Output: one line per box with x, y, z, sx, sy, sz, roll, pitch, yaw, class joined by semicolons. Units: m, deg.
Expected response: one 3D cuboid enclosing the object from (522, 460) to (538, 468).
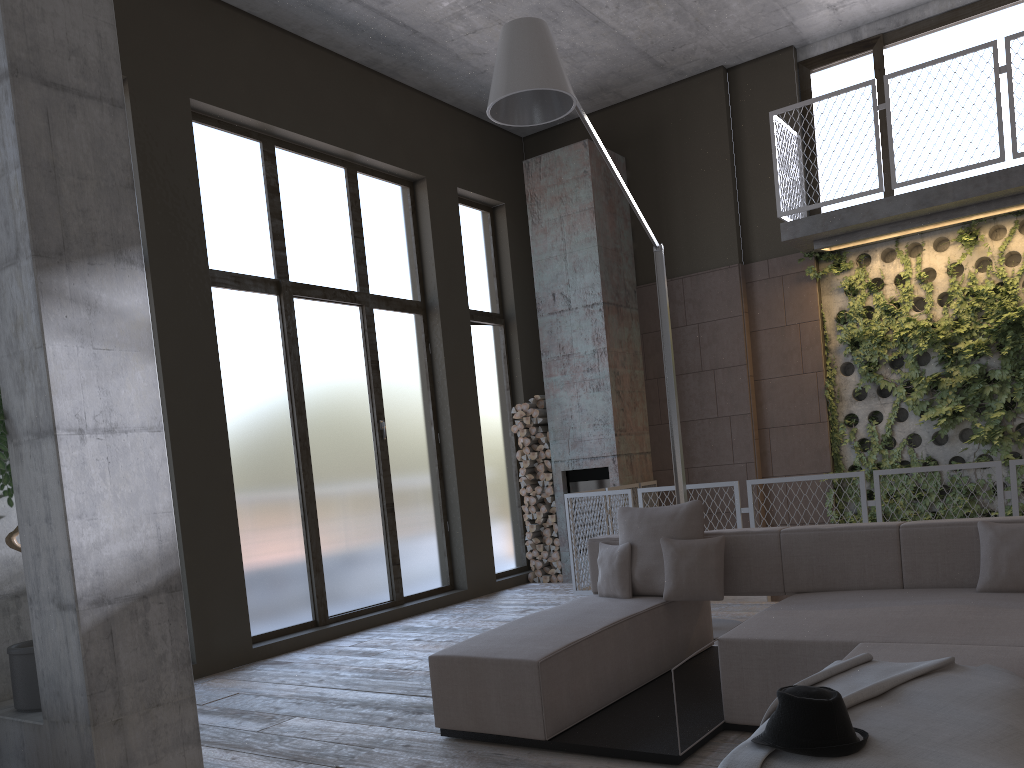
0.290;0.883;9.822;0.094;0.084;0.477;-7;-5;34;object

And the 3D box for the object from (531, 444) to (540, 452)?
0.357;0.714;9.849;0.102;0.086;0.361;-7;-5;34;object

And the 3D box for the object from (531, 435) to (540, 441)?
0.329;0.592;9.800;0.065;0.074;0.357;-6;-5;33;object

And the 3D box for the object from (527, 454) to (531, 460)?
0.314;0.814;9.850;0.067;0.067;0.420;-6;-5;34;object

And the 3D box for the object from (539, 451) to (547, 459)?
0.453;0.782;9.772;0.091;0.089;0.453;-7;-5;34;object

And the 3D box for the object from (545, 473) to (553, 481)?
0.532;1.016;9.723;0.094;0.084;0.477;-7;-5;34;object

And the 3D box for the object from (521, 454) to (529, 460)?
0.248;0.824;9.897;0.068;0.067;0.420;-7;-5;34;object

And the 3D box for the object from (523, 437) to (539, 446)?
0.246;0.636;9.794;0.099;0.107;0.292;-6;-4;35;object

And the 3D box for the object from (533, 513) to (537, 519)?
0.379;1.471;9.885;0.067;0.067;0.420;-6;-5;34;object

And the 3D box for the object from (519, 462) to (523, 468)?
0.231;0.904;9.867;0.067;0.067;0.420;-6;-5;34;object

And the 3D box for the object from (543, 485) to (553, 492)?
0.485;1.155;9.788;0.067;0.071;0.421;-6;-5;34;object

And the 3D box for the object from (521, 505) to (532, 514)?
0.246;1.414;9.924;0.089;0.108;0.363;-6;-4;34;object

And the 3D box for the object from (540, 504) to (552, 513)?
0.475;1.376;9.783;0.091;0.089;0.453;-7;-5;35;object

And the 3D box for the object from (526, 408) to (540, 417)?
0.298;0.315;9.723;0.104;0.084;0.361;-7;-5;34;object

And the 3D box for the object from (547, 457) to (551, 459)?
0.500;0.768;9.689;0.101;0.103;0.291;-7;-4;36;object

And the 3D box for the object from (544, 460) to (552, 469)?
0.489;0.885;9.696;0.089;0.108;0.363;-6;-4;34;object

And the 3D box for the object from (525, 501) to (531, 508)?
0.229;1.341;9.841;0.045;0.073;0.250;-5;-4;34;object

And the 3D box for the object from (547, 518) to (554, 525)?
0.542;1.511;9.798;0.091;0.089;0.453;-7;-5;34;object

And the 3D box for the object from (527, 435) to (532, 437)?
0.261;0.560;9.812;0.089;0.057;0.330;-8;-6;34;object

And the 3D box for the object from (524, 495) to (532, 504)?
0.258;1.297;9.918;0.101;0.103;0.291;-7;-4;36;object

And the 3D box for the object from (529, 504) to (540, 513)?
0.344;1.397;9.907;0.093;0.093;0.435;-6;-5;34;object

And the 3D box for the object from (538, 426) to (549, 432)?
0.421;0.499;9.754;0.067;0.071;0.421;-6;-5;34;object

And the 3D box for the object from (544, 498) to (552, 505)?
0.482;1.306;9.874;0.104;0.102;0.290;-7;-4;34;object

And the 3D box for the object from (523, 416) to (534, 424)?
0.296;0.407;9.777;0.094;0.083;0.477;-7;-5;34;object

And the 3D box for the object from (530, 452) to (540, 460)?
0.374;0.794;9.805;0.094;0.084;0.477;-7;-5;34;object

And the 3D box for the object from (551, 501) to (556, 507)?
0.563;1.307;9.734;0.067;0.085;0.423;-6;-5;32;object

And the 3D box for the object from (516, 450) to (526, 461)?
0.172;0.804;9.903;0.064;0.125;0.362;-5;-3;33;object

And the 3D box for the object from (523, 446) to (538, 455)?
0.280;0.740;9.873;0.093;0.093;0.435;-6;-5;34;object

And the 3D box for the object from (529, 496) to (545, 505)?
0.311;1.293;9.828;0.099;0.107;0.292;-6;-4;35;object

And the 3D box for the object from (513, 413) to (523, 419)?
0.163;0.362;9.879;0.123;0.068;0.361;-8;-6;35;object

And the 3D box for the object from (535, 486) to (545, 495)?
0.412;1.174;9.805;0.091;0.089;0.453;-7;-5;33;object

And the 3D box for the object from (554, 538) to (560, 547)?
0.617;1.737;9.769;0.092;0.092;0.435;-6;-5;34;object

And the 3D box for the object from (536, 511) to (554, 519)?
0.438;1.451;9.839;0.094;0.084;0.477;-7;-5;34;object

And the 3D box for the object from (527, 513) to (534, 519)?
0.312;1.480;9.931;0.068;0.067;0.420;-7;-5;34;object

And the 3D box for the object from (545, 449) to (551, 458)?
0.521;0.763;9.718;0.092;0.092;0.435;-6;-5;34;object

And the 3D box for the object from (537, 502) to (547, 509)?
0.421;1.371;9.883;0.102;0.086;0.361;-7;-5;34;object

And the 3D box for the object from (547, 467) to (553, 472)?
0.515;0.936;9.767;0.102;0.086;0.361;-7;-5;34;object

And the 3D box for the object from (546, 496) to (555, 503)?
0.515;1.283;9.764;0.067;0.085;0.423;-6;-5;32;object

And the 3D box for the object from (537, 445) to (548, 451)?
0.435;0.713;9.782;0.115;0.079;0.433;-8;-5;34;object

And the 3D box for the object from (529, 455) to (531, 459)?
0.351;0.802;9.799;0.115;0.079;0.433;-8;-5;34;object

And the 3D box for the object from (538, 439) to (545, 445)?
0.418;0.649;9.840;0.104;0.102;0.290;-7;-4;34;object

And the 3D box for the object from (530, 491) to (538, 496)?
0.325;1.217;9.846;0.089;0.057;0.330;-8;-6;34;object

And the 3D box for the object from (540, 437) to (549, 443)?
0.451;0.626;9.730;0.067;0.085;0.423;-6;-5;32;object

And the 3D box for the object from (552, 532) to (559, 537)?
0.580;1.646;9.772;0.072;0.073;0.420;-6;-5;34;object

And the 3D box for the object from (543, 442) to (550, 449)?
0.485;0.677;9.721;0.072;0.073;0.420;-6;-5;34;object

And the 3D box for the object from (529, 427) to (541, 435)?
0.348;0.517;9.771;0.091;0.089;0.453;-7;-5;33;object

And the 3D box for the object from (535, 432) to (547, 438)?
0.408;0.565;9.738;0.123;0.068;0.361;-8;-6;36;object

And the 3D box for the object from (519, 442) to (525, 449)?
0.165;0.684;9.807;0.045;0.073;0.250;-5;-4;34;object

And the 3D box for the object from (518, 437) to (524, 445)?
0.193;0.640;9.884;0.101;0.103;0.291;-7;-4;36;object
